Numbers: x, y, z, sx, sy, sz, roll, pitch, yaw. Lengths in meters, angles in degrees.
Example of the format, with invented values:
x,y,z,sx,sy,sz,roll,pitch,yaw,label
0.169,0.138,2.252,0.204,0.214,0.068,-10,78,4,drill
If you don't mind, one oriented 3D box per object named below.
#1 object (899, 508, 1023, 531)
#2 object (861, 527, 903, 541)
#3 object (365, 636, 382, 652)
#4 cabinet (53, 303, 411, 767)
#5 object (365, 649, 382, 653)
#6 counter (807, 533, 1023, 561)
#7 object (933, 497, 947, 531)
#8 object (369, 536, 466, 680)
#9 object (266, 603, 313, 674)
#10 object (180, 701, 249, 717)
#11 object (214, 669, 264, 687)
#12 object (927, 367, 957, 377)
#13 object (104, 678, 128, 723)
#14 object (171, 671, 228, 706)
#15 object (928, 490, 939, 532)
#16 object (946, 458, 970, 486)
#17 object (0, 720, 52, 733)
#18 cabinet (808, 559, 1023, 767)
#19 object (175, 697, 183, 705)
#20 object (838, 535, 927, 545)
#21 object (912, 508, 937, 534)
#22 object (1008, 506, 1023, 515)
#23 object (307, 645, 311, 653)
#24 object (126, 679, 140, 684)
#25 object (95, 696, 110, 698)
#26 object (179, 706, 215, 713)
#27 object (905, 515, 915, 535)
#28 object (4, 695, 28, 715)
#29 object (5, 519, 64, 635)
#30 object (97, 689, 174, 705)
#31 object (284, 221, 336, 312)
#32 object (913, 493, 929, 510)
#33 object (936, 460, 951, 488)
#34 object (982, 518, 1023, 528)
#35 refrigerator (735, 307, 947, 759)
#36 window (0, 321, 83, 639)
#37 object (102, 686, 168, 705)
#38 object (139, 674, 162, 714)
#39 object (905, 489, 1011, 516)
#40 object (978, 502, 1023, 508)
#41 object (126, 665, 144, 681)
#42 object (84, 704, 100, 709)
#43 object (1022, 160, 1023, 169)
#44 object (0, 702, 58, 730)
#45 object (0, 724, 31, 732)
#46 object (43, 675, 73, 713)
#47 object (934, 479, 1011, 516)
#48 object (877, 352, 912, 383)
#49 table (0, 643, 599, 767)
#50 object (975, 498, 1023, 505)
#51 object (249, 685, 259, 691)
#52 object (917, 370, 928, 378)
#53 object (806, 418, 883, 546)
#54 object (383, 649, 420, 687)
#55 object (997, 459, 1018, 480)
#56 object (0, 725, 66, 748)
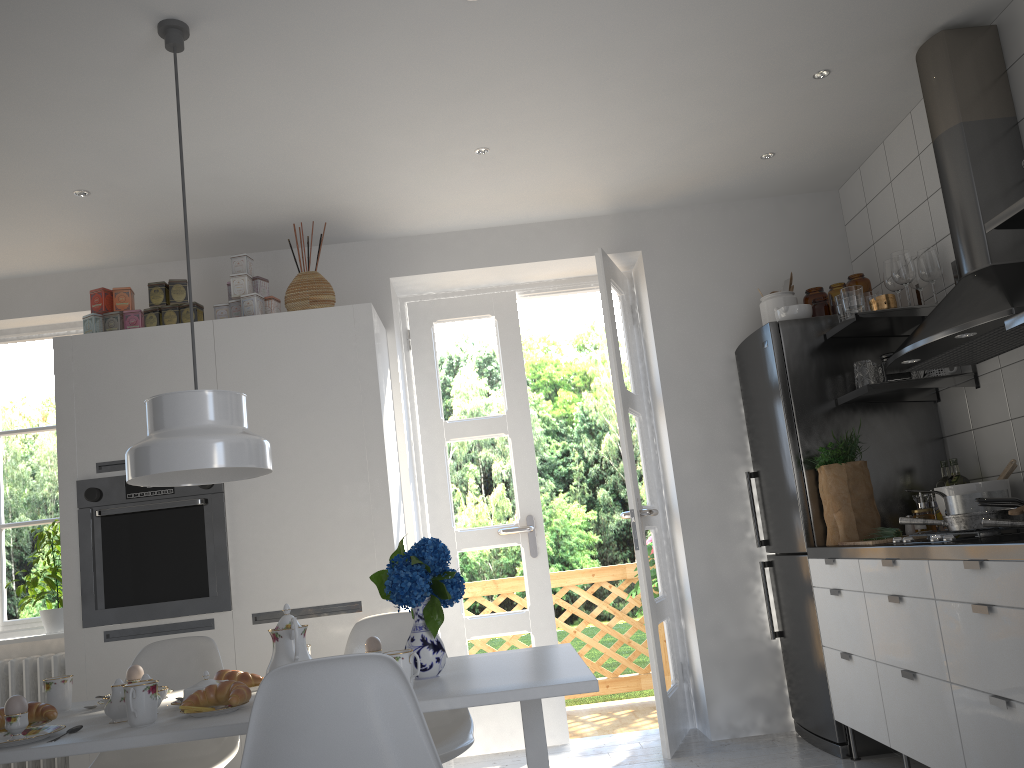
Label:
x,y,z,sx,sy,sz,roll,pitch,yaw,label
1.440,0.426,2.798,0.232,0.060,0.354,-2,-12,-23,object
1.377,0.561,3.314,0.142,0.053,0.277,-9,-11,14,object
-0.398,0.755,2.542,0.048,0.062,0.048,-7,-9,2,object
-1.178,0.794,3.933,1.377,2.084,0.516,-6,-9,-2,cabinet
-0.394,0.792,2.536,0.049,0.057,0.048,-14,-12,38,object
1.551,0.351,2.048,0.650,0.045,3.260,-6,-11,-2,counter
1.700,0.509,3.465,0.044,0.140,0.077,-6,-9,-2,object
-0.237,0.578,2.330,0.236,0.374,0.267,-7,-9,0,object
-0.575,0.686,2.299,0.140,0.229,0.150,-9,-10,16,object
-0.707,0.774,2.110,0.158,0.015,0.159,-8,-11,8,object
-0.772,0.823,2.480,0.124,0.057,0.162,1,-13,-36,object
1.687,-0.073,3.497,0.083,0.099,0.109,-5,-10,-12,object
-0.955,0.768,2.154,0.065,0.101,0.070,-6,-9,-2,object
-0.791,0.786,2.298,0.140,0.083,0.188,-6,-10,-2,object
1.686,0.508,3.534,0.059,0.171,0.059,1,-12,-42,object
1.741,0.430,3.450,0.082,0.280,0.090,-6,-9,-2,object
-1.216,0.846,2.175,0.158,0.015,0.159,0,-13,-31,object
1.593,0.760,1.985,0.662,0.790,3.259,-6,-11,-2,cabinet
-0.838,0.801,2.242,0.022,0.001,0.181,-1,-12,-27,object
1.382,0.583,3.306,0.220,0.012,0.332,-6,-11,-2,object
1.599,0.536,3.437,0.078,0.101,0.078,0,-11,-35,object
1.439,0.330,2.437,0.335,0.044,0.064,1,-13,-35,object
-0.631,0.818,2.593,0.091,0.095,0.079,-6,-10,-3,object
-1.069,0.868,2.518,0.049,0.057,0.048,-14,-12,38,object
-0.985,0.794,2.247,0.031,0.031,0.138,-16,-14,42,object
-0.722,0.762,2.080,0.070,0.036,0.109,-8,-11,6,object
1.589,0.564,3.534,0.046,0.084,0.046,-3,-10,-24,object
-1.132,0.743,2.024,0.048,0.062,0.048,-7,-9,2,object
-2.171,0.910,4.183,0.374,0.527,0.329,-5,-9,-11,object
-1.066,0.894,2.515,0.202,0.015,0.201,-17,-15,42,object
-0.911,-0.499,3.950,0.229,0.449,0.091,-7,-9,-1,object
1.628,0.509,3.504,0.059,0.171,0.059,1,-12,-42,object
1.746,0.445,3.531,0.066,0.280,0.067,-6,-9,-7,object
1.532,0.379,2.459,0.232,0.060,0.354,-2,-12,-23,object
1.499,0.634,3.947,0.694,1.790,0.580,-6,-9,-2,refrigerator
-2.596,0.494,4.378,1.286,1.554,0.117,-6,-9,-2,window
-0.976,0.821,2.302,0.158,0.058,0.159,-5,-11,-11,object
-0.909,0.772,2.203,0.065,0.101,0.070,-6,-9,-2,object
1.539,0.423,3.088,0.349,0.153,0.200,-15,-13,37,object
1.506,0.343,2.443,0.349,0.081,0.243,-15,-14,39,object
-1.073,0.831,2.524,0.048,0.062,0.048,-7,-9,2,object
-1.178,0.909,2.514,0.032,0.011,0.140,-6,-11,-5,object
1.459,-0.562,2.397,0.121,0.129,0.122,-4,-10,-16,object
-1.222,0.822,2.196,0.161,0.057,0.125,1,-13,-36,object
-1.203,0.830,2.145,0.070,0.036,0.109,3,-14,-43,object
-1.276,0.875,2.498,0.078,0.095,0.091,-4,-10,-15,object
1.697,0.452,3.247,0.248,0.174,0.247,-15,-13,38,object
1.506,-0.062,3.501,0.100,0.122,0.101,-8,-10,8,object
-0.686,1.143,2.252,1.825,0.656,0.819,-6,-10,-2,table
1.504,0.327,2.432,0.356,0.080,0.247,-8,-11,6,object
-0.752,0.850,2.479,0.158,0.015,0.159,0,-13,-31,object
1.686,-0.057,3.579,0.083,0.099,0.109,-5,-10,-12,object
1.362,0.401,3.608,0.282,0.506,0.175,-4,-9,-14,object
-0.259,0.675,2.073,0.091,0.095,0.079,-5,-10,-8,object
1.722,0.402,3.206,0.080,0.231,0.223,1,-12,-40,object
-1.125,0.805,2.014,0.201,0.015,0.202,-9,-11,13,object
